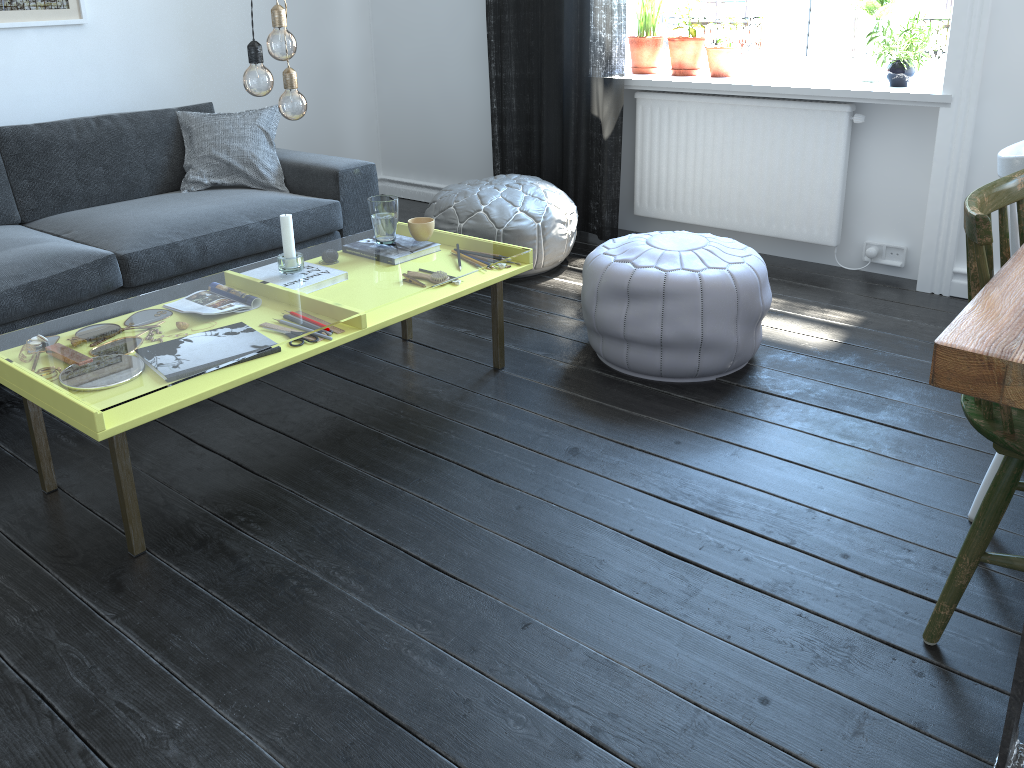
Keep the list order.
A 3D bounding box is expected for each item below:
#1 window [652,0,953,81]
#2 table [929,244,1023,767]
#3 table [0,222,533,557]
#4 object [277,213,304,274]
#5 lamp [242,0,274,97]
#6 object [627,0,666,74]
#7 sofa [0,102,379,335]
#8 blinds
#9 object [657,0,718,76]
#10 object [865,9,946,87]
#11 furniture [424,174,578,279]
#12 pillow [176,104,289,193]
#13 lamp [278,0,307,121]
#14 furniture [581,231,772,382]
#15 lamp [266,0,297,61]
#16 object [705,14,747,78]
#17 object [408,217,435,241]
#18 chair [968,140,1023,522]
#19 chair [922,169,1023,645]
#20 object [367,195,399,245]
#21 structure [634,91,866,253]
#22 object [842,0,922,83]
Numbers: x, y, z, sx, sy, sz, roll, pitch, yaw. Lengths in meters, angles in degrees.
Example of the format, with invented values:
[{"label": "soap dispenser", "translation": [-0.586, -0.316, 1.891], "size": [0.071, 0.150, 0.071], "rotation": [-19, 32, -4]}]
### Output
[{"label": "window", "translation": [1.273, -2.346, 3.789], "size": [1.591, 1.915, 0.110], "rotation": [16, 25, 37]}, {"label": "table", "translation": [1.656, 0.021, 1.774], "size": [1.033, 0.690, 2.283], "rotation": [16, 29, 35]}, {"label": "table", "translation": [-0.605, -0.076, 2.479], "size": [0.609, 0.385, 1.436], "rotation": [16, 29, 35]}, {"label": "object", "translation": [-0.649, -0.412, 2.559], "size": [0.075, 0.167, 0.077], "rotation": [-7, 20, -14]}, {"label": "lamp", "translation": [-0.635, -1.395, 1.950], "size": [0.086, 1.443, 0.077], "rotation": [-1, 19, 1]}, {"label": "object", "translation": [0.671, -1.759, 4.256], "size": [0.301, 0.481, 0.345], "rotation": [7, 22, 21]}, {"label": "sofa", "translation": [-1.707, -0.567, 3.250], "size": [1.100, 0.697, 2.433], "rotation": [16, 29, 35]}, {"label": "blinds", "translation": [0.159, -2.139, 3.992], "size": [0.815, 2.866, 0.115], "rotation": [14, 24, 37]}, {"label": "object", "translation": [0.830, -1.645, 4.146], "size": [0.238, 0.356, 0.264], "rotation": [-17, 26, -36]}, {"label": "object", "translation": [1.555, -1.325, 3.481], "size": [0.289, 0.284, 0.291], "rotation": [18, 29, 40]}, {"label": "furniture", "translation": [-0.051, -0.726, 3.937], "size": [0.689, 0.368, 0.696], "rotation": [17, 29, 36]}, {"label": "pillow", "translation": [-1.754, -0.832, 3.289], "size": [0.486, 0.474, 2.100], "rotation": [18, 30, 40]}, {"label": "lamp", "translation": [-0.580, -1.366, 2.054], "size": [0.075, 1.443, 0.091], "rotation": [-10, 21, -25]}, {"label": "furniture", "translation": [0.540, -0.277, 2.922], "size": [0.622, 0.404, 0.627], "rotation": [13, 27, 31]}, {"label": "lamp", "translation": [-0.587, -1.489, 1.965], "size": [0.074, 1.443, 0.077], "rotation": [-2, 19, -3]}, {"label": "object", "translation": [0.976, -1.545, 4.024], "size": [0.194, 0.267, 0.183], "rotation": [1, 21, 6]}, {"label": "object", "translation": [-0.294, -0.500, 2.866], "size": [0.087, 0.064, 0.089], "rotation": [-10, 24, -20]}, {"label": "chair", "translation": [1.286, -0.099, 1.913], "size": [0.517, 0.812, 0.477], "rotation": [15, 26, 37]}, {"label": "chair", "translation": [1.010, 0.082, 1.541], "size": [0.492, 0.797, 0.479], "rotation": [14, 25, 36]}, {"label": "object", "translation": [-0.411, -0.527, 2.836], "size": [0.097, 0.141, 0.101], "rotation": [-1, 21, 0]}, {"label": "structure", "translation": [1.009, -0.963, 3.932], "size": [1.080, 0.605, 0.075], "rotation": [17, 26, 37]}, {"label": "object", "translation": [1.505, -1.525, 3.614], "size": [0.328, 0.545, 0.408], "rotation": [0, 21, 3]}]
